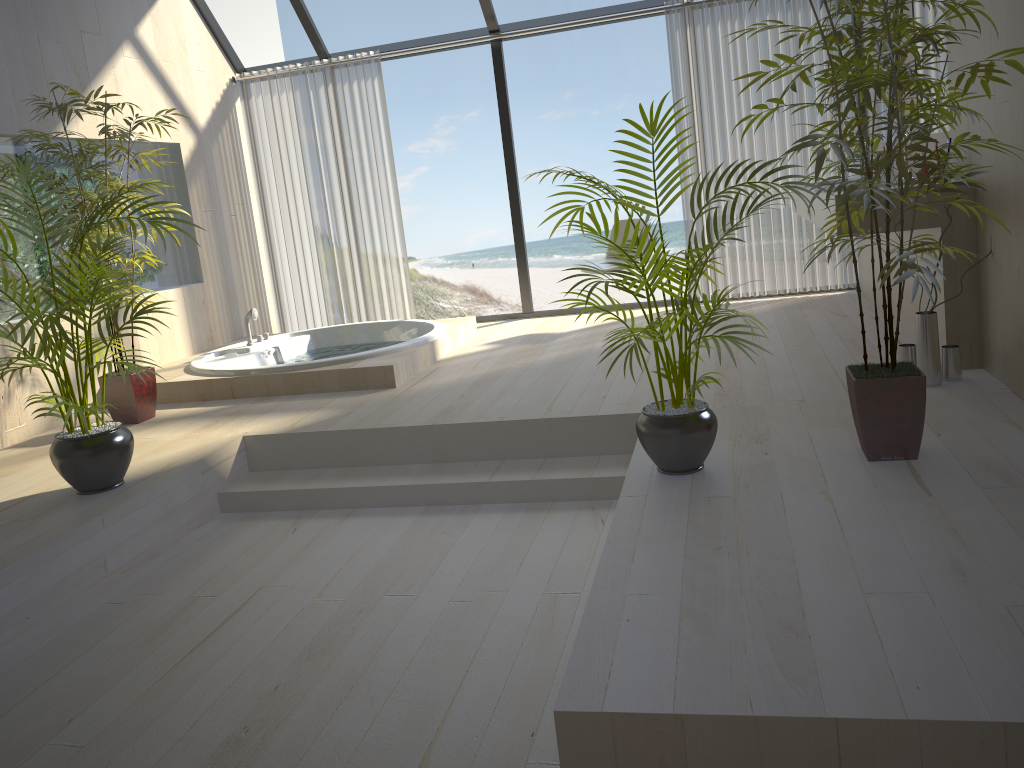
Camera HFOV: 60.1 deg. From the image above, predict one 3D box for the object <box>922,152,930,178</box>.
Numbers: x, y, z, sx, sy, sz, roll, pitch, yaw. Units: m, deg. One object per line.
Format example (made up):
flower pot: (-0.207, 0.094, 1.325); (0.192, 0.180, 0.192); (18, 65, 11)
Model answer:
object: (1.758, -0.922, 3.773); (0.039, 0.133, 0.039); (-13, 11, -34)

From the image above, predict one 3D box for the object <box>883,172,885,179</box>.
object: (2.115, -1.227, 5.002); (0.039, 0.133, 0.039); (-12, 10, -27)

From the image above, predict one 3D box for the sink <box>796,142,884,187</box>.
sink: (1.953, -1.226, 5.303); (0.503, 0.415, 0.580); (-4, 11, 18)

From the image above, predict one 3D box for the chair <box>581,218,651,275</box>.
chair: (0.718, -0.935, 6.045); (0.369, 0.344, 0.458); (3, 14, 42)

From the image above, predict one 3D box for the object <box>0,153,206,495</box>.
object: (-1.641, -0.256, 3.386); (1.064, 1.333, 0.882); (-6, 10, 3)

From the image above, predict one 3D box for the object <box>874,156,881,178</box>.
object: (2.030, -1.201, 4.929); (0.039, 0.133, 0.039); (-12, 10, -27)

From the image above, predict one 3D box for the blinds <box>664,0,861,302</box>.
blinds: (1.731, -1.635, 6.044); (1.181, 2.052, 0.085); (-5, 9, 14)

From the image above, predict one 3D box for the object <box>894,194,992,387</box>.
object: (1.731, -0.375, 3.498); (0.406, 0.742, 0.276); (-7, 9, 2)

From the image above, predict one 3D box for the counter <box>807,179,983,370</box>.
counter: (1.784, -0.554, 4.231); (0.550, 0.783, 1.219); (-4, 11, 14)

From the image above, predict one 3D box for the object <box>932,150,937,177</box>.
object: (1.843, -0.947, 3.846); (0.039, 0.133, 0.039); (-13, 11, -34)

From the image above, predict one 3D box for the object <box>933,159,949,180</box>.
object: (1.786, -0.887, 3.679); (0.058, 0.099, 0.059); (-3, 11, 24)

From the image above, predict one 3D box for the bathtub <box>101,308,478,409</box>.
bathtub: (-1.316, -0.162, 5.712); (1.819, 0.692, 1.665); (-4, 12, 14)

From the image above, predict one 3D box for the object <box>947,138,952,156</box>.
object: (1.793, -0.926, 3.663); (0.054, 0.173, 0.012); (0, 11, 39)

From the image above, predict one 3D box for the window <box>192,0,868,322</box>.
window: (0.082, -1.817, 6.200); (4.555, 2.788, 0.753); (-4, 9, 14)

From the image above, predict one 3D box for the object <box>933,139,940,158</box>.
object: (1.757, -0.922, 3.655); (0.050, 0.176, 0.012); (-14, 11, -36)

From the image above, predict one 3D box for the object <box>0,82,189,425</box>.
object: (-2.149, -0.651, 4.574); (0.787, 1.741, 0.944); (1, 12, 39)

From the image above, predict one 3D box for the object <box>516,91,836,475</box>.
object: (0.434, -0.292, 2.793); (0.757, 1.146, 0.918); (-16, 13, -41)

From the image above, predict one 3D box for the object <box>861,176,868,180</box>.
object: (1.978, -1.135, 4.883); (0.033, 0.029, 0.105); (-14, 14, -34)

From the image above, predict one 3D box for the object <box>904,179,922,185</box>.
object: (1.706, -0.855, 3.727); (0.033, 0.029, 0.105); (-14, 14, -34)

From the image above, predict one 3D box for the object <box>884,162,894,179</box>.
object: (2.058, -1.167, 4.835); (0.058, 0.099, 0.059); (-3, 10, 21)

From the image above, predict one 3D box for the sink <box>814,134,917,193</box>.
sink: (1.681, -0.946, 4.147); (0.503, 0.415, 0.580); (-4, 11, 18)

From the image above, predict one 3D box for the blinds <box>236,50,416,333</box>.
blinds: (-1.416, -1.421, 6.833); (1.181, 2.052, 0.085); (-5, 9, 14)

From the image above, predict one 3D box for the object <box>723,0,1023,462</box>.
object: (1.132, -0.630, 2.608); (0.787, 1.741, 0.944); (1, 12, 39)

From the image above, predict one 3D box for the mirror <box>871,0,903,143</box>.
mirror: (2.151, -1.836, 5.091); (0.023, 0.860, 0.660); (-5, 10, 14)

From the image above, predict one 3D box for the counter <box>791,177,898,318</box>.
counter: (2.056, -0.833, 5.387); (0.550, 0.783, 1.219); (-4, 11, 14)

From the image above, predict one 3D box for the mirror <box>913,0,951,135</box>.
mirror: (1.943, -1.597, 4.091); (0.023, 0.860, 0.660); (-5, 10, 14)

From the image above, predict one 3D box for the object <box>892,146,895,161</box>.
object: (2.065, -1.206, 4.819); (0.054, 0.173, 0.012); (0, 11, 39)

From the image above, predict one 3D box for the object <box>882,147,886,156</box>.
object: (2.030, -1.201, 4.811); (0.050, 0.176, 0.012); (-14, 11, -36)
